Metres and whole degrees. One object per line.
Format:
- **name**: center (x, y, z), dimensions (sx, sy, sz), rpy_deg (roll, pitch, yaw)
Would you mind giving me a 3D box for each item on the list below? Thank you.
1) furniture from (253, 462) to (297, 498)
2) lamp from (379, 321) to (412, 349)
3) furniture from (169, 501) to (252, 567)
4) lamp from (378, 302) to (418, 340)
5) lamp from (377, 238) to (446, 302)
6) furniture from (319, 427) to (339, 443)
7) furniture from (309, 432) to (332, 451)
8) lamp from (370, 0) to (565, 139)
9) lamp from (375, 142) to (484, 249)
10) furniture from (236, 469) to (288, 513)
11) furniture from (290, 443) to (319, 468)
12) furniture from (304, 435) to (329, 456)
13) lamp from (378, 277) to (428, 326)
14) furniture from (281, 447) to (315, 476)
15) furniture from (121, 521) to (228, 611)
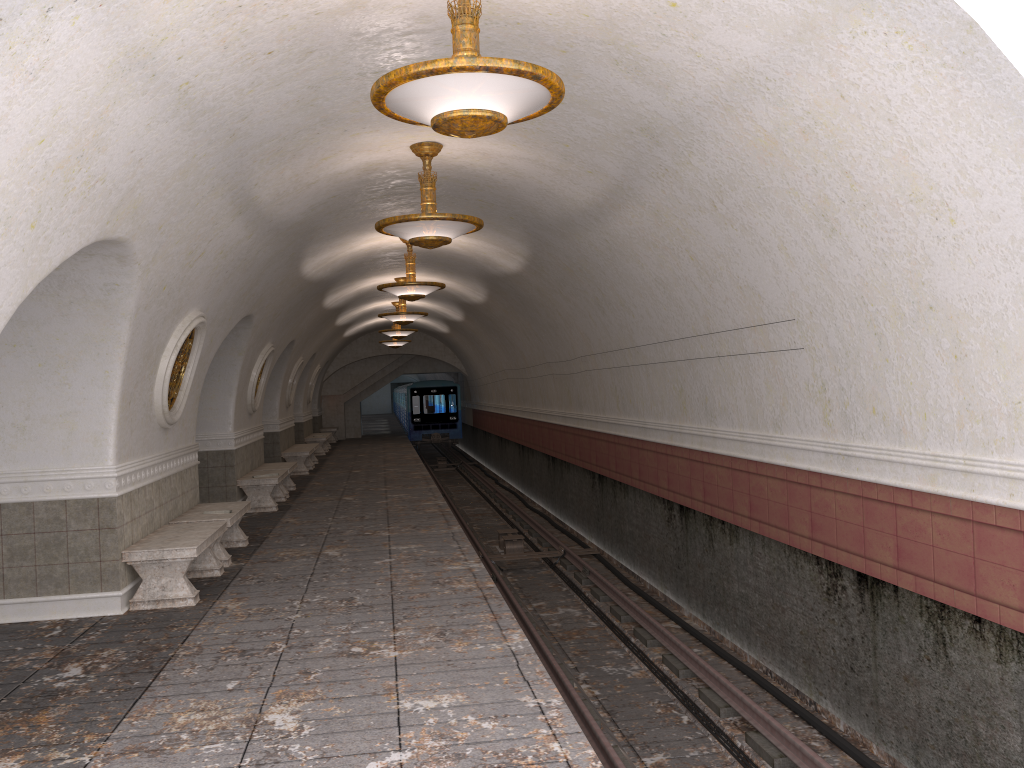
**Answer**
- **furniture**: center (-4.193, 1.711, 15.794), dimensions (0.613, 0.508, 1.509), rpy_deg (-2, 0, -8)
- **lamp**: center (-3.617, -1.564, 27.371), dimensions (1.008, 0.955, 1.008), rpy_deg (-3, 0, 37)
- **furniture**: center (-3.310, 1.661, 9.851), dimensions (0.613, 0.508, 1.509), rpy_deg (-2, 0, -8)
- **lamp**: center (-2.908, -1.605, 22.594), dimensions (1.008, 0.955, 1.008), rpy_deg (-2, 0, 7)
- **lamp**: center (-1.490, -1.686, 13.041), dimensions (1.008, 0.955, 1.008), rpy_deg (-2, 0, -24)
- **furniture**: center (-6.630, 1.850, 32.218), dimensions (0.613, 0.508, 1.509), rpy_deg (-2, 0, -8)
- **furniture**: center (-5.952, 1.811, 27.647), dimensions (0.613, 0.508, 1.509), rpy_deg (-2, 0, -8)
- **lamp**: center (-0.239, -1.757, 4.617), dimensions (1.008, 0.955, 1.008), rpy_deg (-3, 0, 37)
- **lamp**: center (-0.776, -1.726, 8.232), dimensions (1.008, 0.955, 1.008), rpy_deg (-2, 0, -24)
- **furniture**: center (-3.946, 1.697, 14.131), dimensions (0.613, 0.508, 1.509), rpy_deg (-2, 0, -8)
- **furniture**: center (-5.077, 1.761, 21.750), dimensions (0.613, 0.508, 1.509), rpy_deg (-2, 0, -8)
- **furniture**: center (-5.705, 1.797, 25.984), dimensions (0.613, 0.508, 1.509), rpy_deg (-2, 0, -8)
- **lamp**: center (-2.199, -1.645, 17.818), dimensions (1.008, 0.955, 1.008), rpy_deg (-2, 0, 7)
- **furniture**: center (-4.830, 1.747, 20.086), dimensions (0.613, 0.508, 1.509), rpy_deg (-2, 0, -8)
- **furniture**: center (-3.063, 1.646, 8.187), dimensions (0.613, 0.508, 1.509), rpy_deg (-2, 0, -8)
